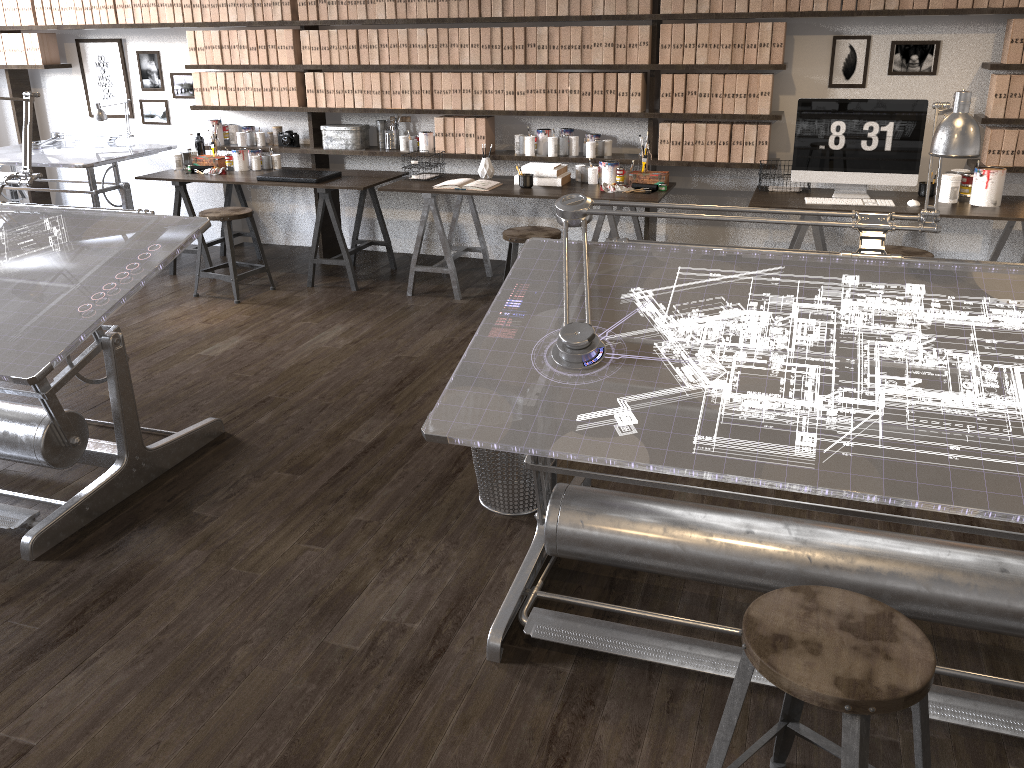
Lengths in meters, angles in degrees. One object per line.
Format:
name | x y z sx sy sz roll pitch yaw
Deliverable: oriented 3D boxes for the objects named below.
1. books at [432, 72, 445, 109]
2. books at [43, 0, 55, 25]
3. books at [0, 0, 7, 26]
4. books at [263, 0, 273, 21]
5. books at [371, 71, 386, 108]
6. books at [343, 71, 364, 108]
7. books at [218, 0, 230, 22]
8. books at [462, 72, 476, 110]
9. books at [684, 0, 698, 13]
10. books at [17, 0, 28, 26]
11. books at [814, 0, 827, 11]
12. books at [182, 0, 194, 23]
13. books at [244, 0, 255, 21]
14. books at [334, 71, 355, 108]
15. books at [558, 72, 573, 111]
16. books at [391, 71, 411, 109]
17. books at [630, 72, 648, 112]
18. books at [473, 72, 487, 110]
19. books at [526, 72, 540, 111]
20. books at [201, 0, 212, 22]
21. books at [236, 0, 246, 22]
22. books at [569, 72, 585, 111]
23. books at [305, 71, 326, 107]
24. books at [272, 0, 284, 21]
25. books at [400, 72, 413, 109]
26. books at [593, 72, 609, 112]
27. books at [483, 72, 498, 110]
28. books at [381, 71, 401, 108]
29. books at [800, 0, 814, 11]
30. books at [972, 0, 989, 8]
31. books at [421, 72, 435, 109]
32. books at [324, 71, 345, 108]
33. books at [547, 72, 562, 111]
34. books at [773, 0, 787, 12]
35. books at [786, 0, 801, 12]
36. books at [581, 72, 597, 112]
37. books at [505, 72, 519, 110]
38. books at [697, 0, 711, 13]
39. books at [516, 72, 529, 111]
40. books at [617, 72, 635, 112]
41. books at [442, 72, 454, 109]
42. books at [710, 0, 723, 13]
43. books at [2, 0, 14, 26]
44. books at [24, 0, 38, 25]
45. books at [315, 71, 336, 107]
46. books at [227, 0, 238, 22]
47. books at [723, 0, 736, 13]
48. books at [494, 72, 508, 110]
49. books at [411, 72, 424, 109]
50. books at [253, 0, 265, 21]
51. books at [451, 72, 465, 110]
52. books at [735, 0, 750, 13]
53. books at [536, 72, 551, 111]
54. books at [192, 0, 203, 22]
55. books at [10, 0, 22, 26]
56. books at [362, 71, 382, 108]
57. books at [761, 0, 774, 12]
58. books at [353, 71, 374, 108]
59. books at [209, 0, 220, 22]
books | -0.443 -1.885 5.687 0.067 0.222 0.177 6 21 18
books | -3.298 -2.713 6.421 0.067 0.222 0.177 6 21 17
books | -3.723 -2.770 6.557 0.067 0.222 0.177 6 21 17
books | -1.575 -2.524 5.870 0.067 0.222 0.177 6 21 17
books | -0.852 -1.930 5.812 0.067 0.222 0.177 6 21 18
books | -1.043 -1.952 5.875 0.067 0.222 0.177 6 21 18
books | -1.899 -2.559 5.970 0.067 0.222 0.177 6 21 18
books | -0.254 -1.861 5.620 0.067 0.222 0.177 6 21 17
books | 1.029 -2.221 5.028 0.067 0.222 0.177 6 21 17
books | -3.519 -2.747 6.493 0.067 0.222 0.177 6 21 18
books | 1.687 -2.146 4.819 0.067 0.222 0.177 6 21 17
books | -2.167 -2.589 6.054 0.067 0.222 0.177 6 21 18
books | -1.708 -2.537 5.907 0.067 0.222 0.177 6 21 18
books | -1.108 -1.961 5.900 0.067 0.222 0.177 6 21 17
books | 0.338 -1.795 5.436 0.067 0.222 0.177 6 21 18
books | -0.719 -1.917 5.775 0.067 0.222 0.177 6 21 17
books | 0.759 -1.746 5.298 0.067 0.222 0.177 6 21 17
books | -0.184 -1.854 5.601 0.067 0.222 0.177 6 21 17
books | 0.143 -1.817 5.497 0.067 0.222 0.177 6 21 18
books | -2.030 -2.576 6.018 0.067 0.222 0.177 6 21 17
books | -1.770 -2.546 5.932 0.067 0.222 0.177 6 21 17
books | 0.404 -1.786 5.411 0.067 0.222 0.177 6 21 17
books | -1.311 -1.983 5.959 0.067 0.222 0.177 6 21 18
books | -1.509 -2.514 5.845 0.067 0.222 0.177 6 21 18
books | -0.653 -1.908 5.750 0.067 0.222 0.177 6 21 18
books | 0.542 -1.770 5.365 0.067 0.222 0.177 6 21 18
books | -0.117 -1.848 5.583 0.067 0.222 0.177 6 21 18
books | -0.786 -1.925 5.797 0.067 0.222 0.177 6 21 17
books | 1.621 -2.155 4.844 0.067 0.222 0.177 6 21 18
books | 2.427 -2.061 4.582 0.067 0.222 0.177 6 21 18
books | -0.515 -1.892 5.705 0.067 0.222 0.177 6 21 17
books | -1.174 -1.970 5.923 0.067 0.222 0.177 6 21 17
books | 0.271 -1.803 5.457 0.067 0.222 0.177 6 21 18
books | 1.488 -2.168 4.881 0.067 0.222 0.177 6 21 17
books | 1.554 -2.163 4.866 0.067 0.222 0.177 6 21 18
books | 0.473 -1.780 5.393 0.067 0.222 0.177 6 21 17
books | 0.014 -1.831 5.535 0.067 0.222 0.177 6 21 17
books | 1.099 -2.214 5.009 0.067 0.222 0.177 6 21 17
books | 0.083 -1.824 5.515 0.067 0.222 0.177 6 21 18
books | 0.684 -1.754 5.320 0.067 0.222 0.177 6 21 18
books | -0.381 -1.877 5.665 0.067 0.222 0.177 6 21 17
books | 1.166 -2.208 4.991 0.067 0.222 0.177 6 21 18
books | -3.655 -2.763 6.539 0.067 0.222 0.177 6 21 18
books | -3.461 -2.738 6.470 0.067 0.222 0.177 6 21 17
books | -1.241 -1.976 5.940 0.067 0.222 0.177 6 21 18
books | -1.830 -2.552 5.949 0.067 0.222 0.177 6 21 17
books | 1.232 -2.200 4.969 0.067 0.222 0.177 6 21 18
books | -0.052 -1.840 5.560 0.067 0.222 0.177 6 21 18
books | -0.584 -1.902 5.733 0.067 0.222 0.177 6 21 18
books | -1.642 -2.531 5.892 0.067 0.222 0.177 6 21 17
books | -0.323 -1.869 5.642 0.067 0.222 0.177 6 21 18
books | 1.297 -2.191 4.944 0.067 0.222 0.177 6 21 17
books | 0.205 -1.808 5.473 0.067 0.222 0.177 6 21 17
books | -2.098 -2.583 6.035 0.067 0.222 0.177 6 21 18
books | -3.590 -2.755 6.517 0.067 0.222 0.177 6 21 18
books | -0.914 -1.939 5.837 0.067 0.222 0.177 6 21 17
books | 1.426 -2.177 4.906 0.067 0.222 0.177 6 21 18
books | -0.974 -1.945 5.854 0.067 0.222 0.177 6 21 17
books | -1.965 -2.568 5.995 0.067 0.222 0.177 6 21 17
